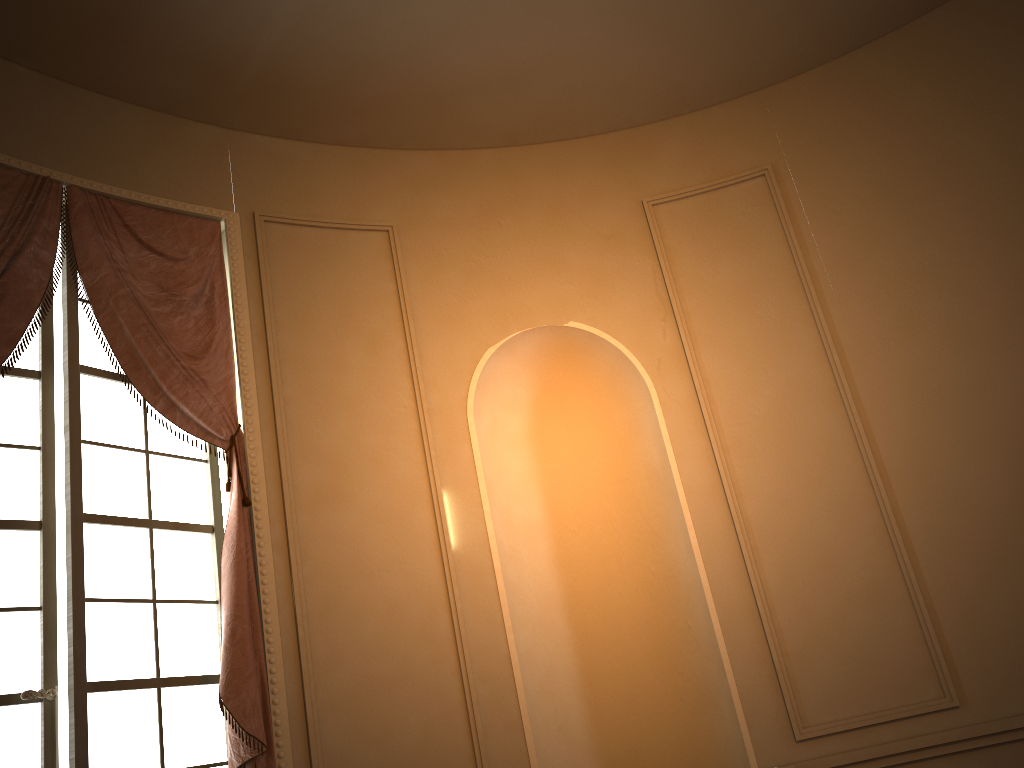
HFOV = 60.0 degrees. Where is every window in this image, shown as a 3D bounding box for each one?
[{"bbox_3d":[-1.682,0.505,3.302,1.344,2.789,0.151,10,-29,-44],"label":"window"}]

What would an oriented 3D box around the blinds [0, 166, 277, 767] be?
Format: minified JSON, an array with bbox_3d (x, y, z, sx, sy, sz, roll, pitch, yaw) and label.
[{"bbox_3d":[-1.512,0.473,3.145,1.368,2.927,0.283,10,-30,-45],"label":"blinds"}]
